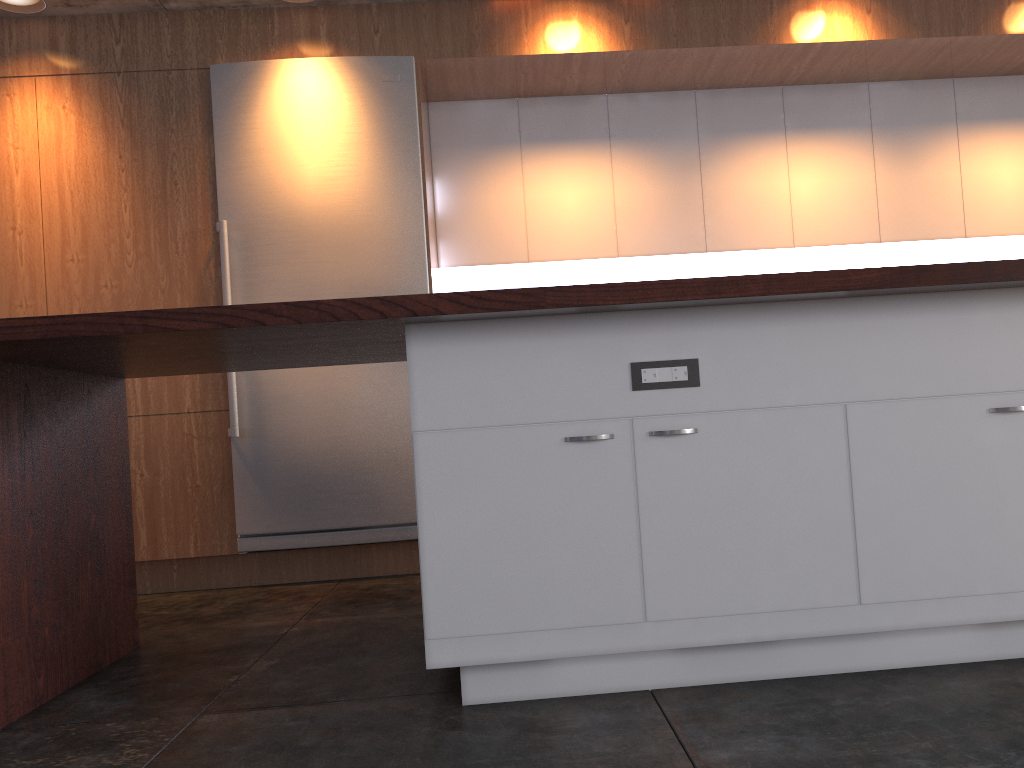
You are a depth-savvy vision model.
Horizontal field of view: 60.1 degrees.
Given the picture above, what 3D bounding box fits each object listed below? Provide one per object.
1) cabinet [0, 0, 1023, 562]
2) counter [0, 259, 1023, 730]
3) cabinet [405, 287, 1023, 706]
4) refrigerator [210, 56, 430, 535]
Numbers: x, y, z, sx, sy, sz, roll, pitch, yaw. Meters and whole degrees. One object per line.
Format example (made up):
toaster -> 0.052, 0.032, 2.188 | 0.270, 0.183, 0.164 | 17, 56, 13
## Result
cabinet -> 1.085, -0.587, 5.449 | 8.124, 2.560, 2.376 | -4, -2, -3
counter -> 1.980, 0.175, 2.639 | 6.670, 0.970, 1.140 | -4, -2, -3
cabinet -> 2.593, 0.165, 2.662 | 5.660, 0.929, 0.921 | -4, -2, -3
refrigerator -> -0.871, -0.422, 4.194 | 0.960, 2.189, 0.219 | -4, -2, -6
